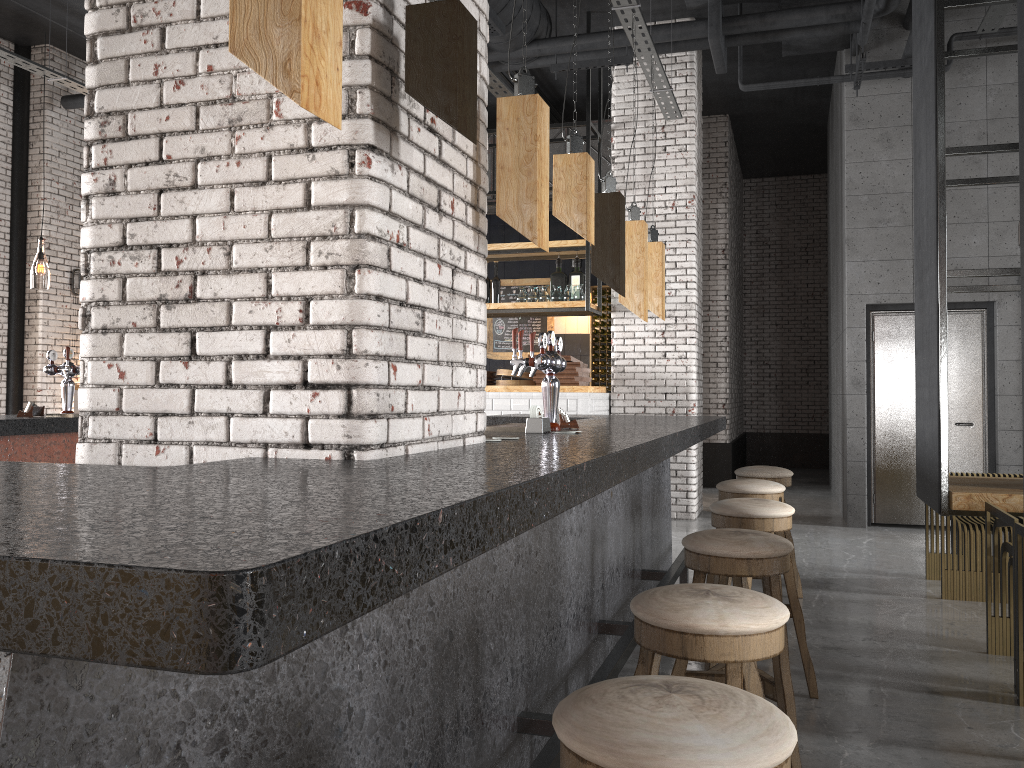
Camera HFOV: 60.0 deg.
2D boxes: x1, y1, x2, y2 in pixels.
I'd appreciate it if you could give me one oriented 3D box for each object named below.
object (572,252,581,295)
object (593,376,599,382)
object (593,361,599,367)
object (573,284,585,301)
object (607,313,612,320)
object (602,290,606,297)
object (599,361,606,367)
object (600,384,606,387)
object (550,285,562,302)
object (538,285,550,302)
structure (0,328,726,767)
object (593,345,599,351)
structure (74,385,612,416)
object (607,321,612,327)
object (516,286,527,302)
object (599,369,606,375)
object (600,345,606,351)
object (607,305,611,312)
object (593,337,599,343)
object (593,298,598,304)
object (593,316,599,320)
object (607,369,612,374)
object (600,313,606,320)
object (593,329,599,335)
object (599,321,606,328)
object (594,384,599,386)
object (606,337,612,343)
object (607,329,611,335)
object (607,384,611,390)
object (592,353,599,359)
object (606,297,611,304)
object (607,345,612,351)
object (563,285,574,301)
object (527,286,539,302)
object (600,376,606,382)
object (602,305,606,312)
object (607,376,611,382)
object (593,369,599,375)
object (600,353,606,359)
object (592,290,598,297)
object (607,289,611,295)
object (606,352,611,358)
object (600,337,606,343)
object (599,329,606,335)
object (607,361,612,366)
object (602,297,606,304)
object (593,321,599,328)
[{"bbox_3d":[0.661,-1.082,9.015,0.140,0.550,0.096,0,-2,22],"label":"object"},{"bbox_3d":[1.114,-0.063,11.805,0.079,0.079,0.280,0,-1,17],"label":"object"},{"bbox_3d":[1.120,-0.273,11.827,0.079,0.079,0.280,0,-1,17],"label":"object"},{"bbox_3d":[0.666,-0.901,8.780,0.118,0.181,0.118,-1,-2,41],"label":"object"},{"bbox_3d":[1.305,-0.903,11.795,0.079,0.079,0.283,0,-1,18],"label":"object"},{"bbox_3d":[1.216,-1.219,11.830,0.079,0.079,0.283,0,-1,18],"label":"object"},{"bbox_3d":[1.200,-0.273,11.765,0.079,0.079,0.280,0,-1,17],"label":"object"},{"bbox_3d":[1.204,0.043,11.774,0.079,0.079,0.280,0,-1,17],"label":"object"},{"bbox_3d":[0.444,-0.901,8.885,0.118,0.181,0.118,0,-1,-6],"label":"object"},{"bbox_3d":[0.325,-0.901,8.908,0.118,0.181,0.118,2,-2,-39],"label":"object"},{"bbox_3d":[-1.411,0.535,4.148,4.310,1.534,5.873,0,-1,17],"label":"structure"},{"bbox_3d":[1.117,-0.483,11.820,0.079,0.079,0.283,0,-1,18],"label":"object"},{"bbox_3d":[-1.852,0.694,9.626,5.800,1.346,1.510,0,-1,17],"label":"structure"},{"bbox_3d":[1.303,-0.798,11.788,0.079,0.079,0.283,0,-1,18],"label":"object"},{"bbox_3d":[0.100,-0.902,9.008,0.118,0.181,0.118,1,-2,-19],"label":"object"},{"bbox_3d":[1.198,-0.168,11.758,0.079,0.079,0.280,0,-1,17],"label":"object"},{"bbox_3d":[1.213,-0.483,11.810,0.079,0.079,0.283,0,-1,18],"label":"object"},{"bbox_3d":[1.305,-1.008,11.794,0.079,0.079,0.283,0,-1,18],"label":"object"},{"bbox_3d":[1.122,-0.588,11.838,0.079,0.079,0.283,0,-1,18],"label":"object"},{"bbox_3d":[1.125,-1.114,11.854,0.079,0.079,0.283,0,-1,18],"label":"object"},{"bbox_3d":[1.124,-0.904,11.848,0.079,0.079,0.283,0,-1,18],"label":"object"},{"bbox_3d":[1.300,-0.167,11.767,0.079,0.079,0.280,0,-1,17],"label":"object"},{"bbox_3d":[1.209,-0.904,11.805,0.079,0.079,0.283,0,-1,18],"label":"object"},{"bbox_3d":[1.115,-0.694,11.818,0.079,0.079,0.283,0,-1,18],"label":"object"},{"bbox_3d":[1.203,-0.799,11.783,0.079,0.079,0.283,0,-1,18],"label":"object"},{"bbox_3d":[1.119,0.043,11.817,0.079,0.079,0.280,0,-1,17],"label":"object"},{"bbox_3d":[1.292,-0.588,11.748,0.079,0.079,0.283,0,-1,18],"label":"object"},{"bbox_3d":[1.298,-0.693,11.770,0.079,0.079,0.283,0,-1,18],"label":"object"},{"bbox_3d":[1.291,0.043,11.737,0.079,0.079,0.280,0,-1,17],"label":"object"},{"bbox_3d":[1.109,-0.378,11.794,0.079,0.079,0.283,0,-1,18],"label":"object"},{"bbox_3d":[1.295,-1.114,11.765,0.079,0.079,0.283,0,-1,18],"label":"object"},{"bbox_3d":[1.302,-0.483,11.778,0.079,0.079,0.283,0,-1,18],"label":"object"},{"bbox_3d":[0.565,-0.901,8.866,0.118,0.181,0.118,0,-1,1],"label":"object"},{"bbox_3d":[0.211,-0.902,8.954,0.118,0.181,0.118,1,-2,-23],"label":"object"},{"bbox_3d":[1.210,-0.062,11.796,0.079,0.079,0.280,0,-1,17],"label":"object"},{"bbox_3d":[1.210,-1.009,11.808,0.079,0.079,0.283,0,-1,18],"label":"object"},{"bbox_3d":[1.294,-0.062,11.749,0.079,0.079,0.280,0,-1,17],"label":"object"},{"bbox_3d":[1.112,-0.168,11.800,0.079,0.079,0.280,0,-1,17],"label":"object"},{"bbox_3d":[1.206,-0.378,11.788,0.079,0.079,0.283,0,-1,18],"label":"object"},{"bbox_3d":[1.115,-1.219,11.824,0.079,0.079,0.283,0,-1,18],"label":"object"},{"bbox_3d":[1.301,-1.219,11.786,0.079,0.079,0.283,0,-1,18],"label":"object"},{"bbox_3d":[1.294,-0.378,11.751,0.079,0.079,0.283,0,-1,18],"label":"object"},{"bbox_3d":[1.208,-0.588,11.795,0.079,0.079,0.283,0,-1,18],"label":"object"},{"bbox_3d":[1.201,-0.694,11.776,0.079,0.079,0.283,0,-1,18],"label":"object"},{"bbox_3d":[1.296,-0.273,11.755,0.079,0.079,0.280,0,-1,17],"label":"object"},{"bbox_3d":[1.203,-1.114,11.789,0.079,0.079,0.283,0,-1,18],"label":"object"},{"bbox_3d":[1.119,-0.799,11.830,0.079,0.079,0.283,0,-1,18],"label":"object"}]
